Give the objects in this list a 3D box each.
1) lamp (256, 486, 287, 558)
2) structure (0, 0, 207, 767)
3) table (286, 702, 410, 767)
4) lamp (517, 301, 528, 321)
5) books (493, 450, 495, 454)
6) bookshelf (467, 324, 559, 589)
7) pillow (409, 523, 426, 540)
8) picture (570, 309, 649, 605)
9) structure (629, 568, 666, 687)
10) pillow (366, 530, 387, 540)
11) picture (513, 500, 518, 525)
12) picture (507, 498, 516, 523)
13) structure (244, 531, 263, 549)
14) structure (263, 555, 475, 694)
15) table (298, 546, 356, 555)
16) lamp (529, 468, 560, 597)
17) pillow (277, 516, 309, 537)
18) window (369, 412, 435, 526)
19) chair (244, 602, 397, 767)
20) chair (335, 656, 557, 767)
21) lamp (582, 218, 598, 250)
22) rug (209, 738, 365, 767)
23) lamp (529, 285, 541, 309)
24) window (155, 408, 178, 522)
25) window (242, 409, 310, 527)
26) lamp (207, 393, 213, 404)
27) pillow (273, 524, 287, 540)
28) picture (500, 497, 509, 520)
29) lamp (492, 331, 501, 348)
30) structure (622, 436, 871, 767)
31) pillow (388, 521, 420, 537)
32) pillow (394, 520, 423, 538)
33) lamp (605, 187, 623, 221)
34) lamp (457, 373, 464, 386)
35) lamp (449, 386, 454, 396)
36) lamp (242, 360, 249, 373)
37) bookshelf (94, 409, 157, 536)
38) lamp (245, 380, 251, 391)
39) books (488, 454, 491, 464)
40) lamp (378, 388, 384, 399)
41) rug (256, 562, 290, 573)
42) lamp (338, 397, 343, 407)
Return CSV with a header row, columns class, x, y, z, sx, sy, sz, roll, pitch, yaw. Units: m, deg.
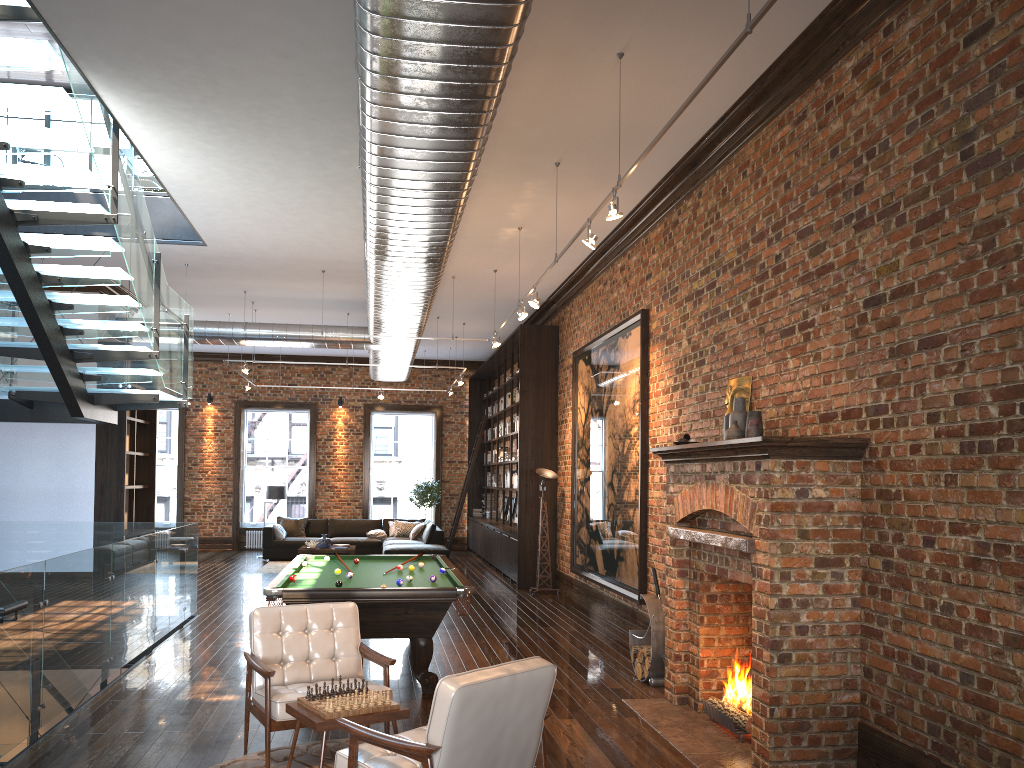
class,x,y,z,sx,sy,sz,roll,pitch,yaw
lamp,-4.904,2.806,18.015,0.687,1.462,0.421,0,-2,21
structure,-4.754,0.562,6.815,3.577,14.451,7.067,1,-2,-9
table,-0.836,1.871,4.472,0.517,0.493,0.464,3,-4,-34
lamp,0.117,-0.788,9.401,0.114,0.229,0.114,2,-3,-29
books,-0.317,1.580,19.199,0.185,0.285,0.036,1,-1,-9
bookshelf,-0.168,1.490,17.058,0.600,3.984,7.443,1,-5,-9
pillow,-1.903,2.981,17.881,0.314,0.354,0.632,1,-5,-9
picture,1.096,0.902,10.574,0.080,2.991,3.215,1,-4,-9
structure,1.320,1.984,7.278,0.538,0.916,0.931,1,-4,-8
pillow,-2.780,3.093,18.186,0.409,0.203,0.613,2,-6,-11
picture,0.116,2.408,16.718,0.112,0.496,0.509,1,-4,-9
picture,-0.013,2.497,17.551,0.112,0.496,0.509,1,-4,-9
structure,-5.377,3.513,20.040,1.301,0.394,0.216,2,-3,-9
structure,-1.259,2.063,7.915,1.553,0.848,2.970,1,-6,-9
table,-3.424,3.213,16.485,1.000,0.344,1.005,2,-6,-9
lamp,0.493,2.126,12.797,0.425,1.822,0.507,1,-2,-4
pillow,-4.530,2.928,18.168,0.701,0.438,0.306,1,-3,-8
window,-2.573,2.029,20.790,1.520,2.745,0.155,1,-1,-9
chair,-1.142,1.767,5.230,0.769,0.863,0.743,3,-4,-29
chair,-0.291,1.635,3.919,0.742,0.863,0.770,-2,-5,41
lamp,0.565,-1.098,6.494,0.114,0.229,0.114,2,-3,-34
rug,-0.785,2.123,4.594,1.970,0.015,1.980,1,-6,-7
lamp,0.220,-0.858,8.744,0.113,0.229,0.114,0,-2,20
window,-8.225,1.869,19.917,1.520,2.745,0.155,1,-1,-9
window,-5.400,1.949,20.353,1.520,2.745,0.155,1,-1,-9
lamp,-6.740,0.330,19.775,0.126,0.236,0.155,1,-3,-9
pillow,-4.644,2.958,17.757,0.244,0.304,0.576,1,-5,-8
picture,-0.163,2.601,18.521,0.112,0.496,0.509,1,-4,-9
lamp,-0.201,-0.571,11.441,0.113,0.229,0.114,0,-2,5
structure,1.408,1.346,5.858,0.887,1.900,2.007,1,-4,-9
pillow,-2.241,3.035,18.483,0.703,0.337,0.271,1,-3,-8
pillow,-2.141,2.992,18.317,0.611,0.360,0.289,1,-3,-5
lamp,0.671,-1.179,5.813,0.117,0.212,0.117,-1,-3,33
lamp,-0.926,-0.077,16.072,0.113,0.229,0.114,2,-3,-33
lamp,-1.232,0.134,18.054,0.113,0.229,0.114,-1,-3,30
lamp,-4.389,-0.278,14.595,0.114,0.229,0.114,0,-2,12
bookshelf,-5.753,1.258,13.275,0.400,3.506,1.788,1,-2,-9
lamp,-5.185,0.022,17.444,0.114,0.229,0.114,-1,-3,32
books,-0.419,1.670,19.754,0.232,0.224,0.024,1,-1,-9
lamp,-2.788,0.206,18.889,0.114,0.229,0.114,3,-3,-39
rug,-3.552,3.368,16.333,2.022,0.003,2.124,2,-6,-9
lamp,-3.908,0.410,20.212,0.126,0.236,0.155,1,-3,-9
